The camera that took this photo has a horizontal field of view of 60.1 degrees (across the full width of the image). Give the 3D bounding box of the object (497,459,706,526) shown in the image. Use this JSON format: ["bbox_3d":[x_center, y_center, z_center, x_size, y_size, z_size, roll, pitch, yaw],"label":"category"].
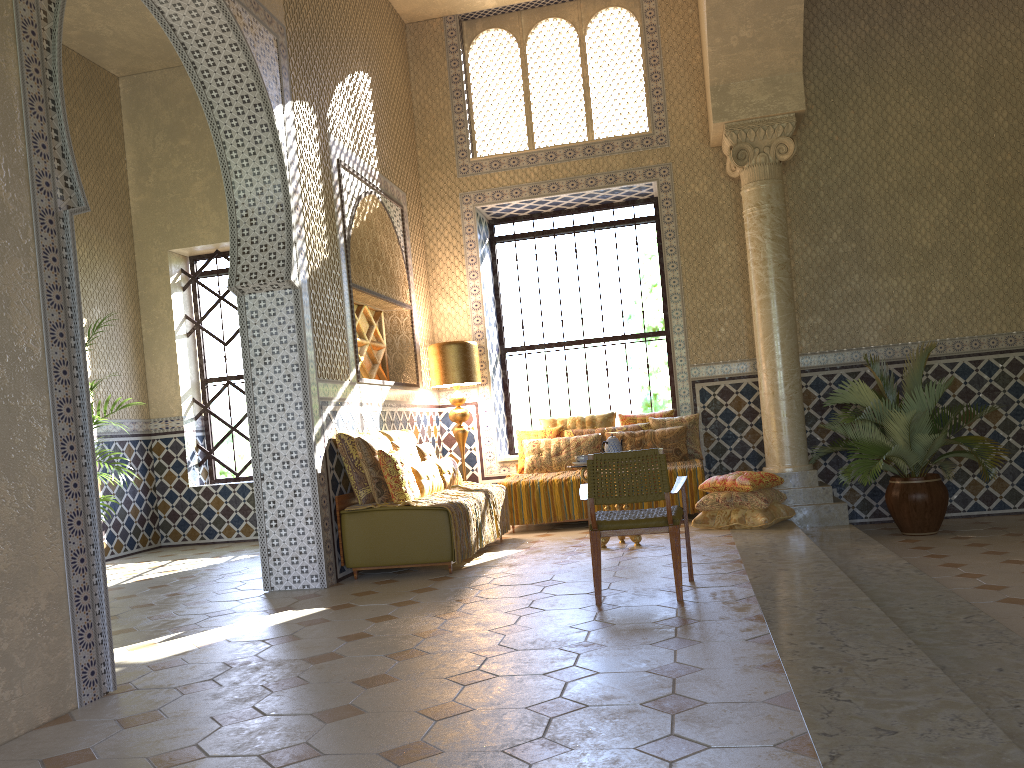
[{"bbox_3d":[1.305,1.544,12.787,2.888,0.718,1.314,-6,-2,11],"label":"object"}]

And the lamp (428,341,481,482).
[{"bbox_3d":[-0.754,0.797,13.136,0.735,2.814,0.738,-5,0,-20],"label":"lamp"}]

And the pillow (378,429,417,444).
[{"bbox_3d":[-1.390,0.988,11.370,0.423,0.832,1.192,-5,-2,11],"label":"pillow"}]

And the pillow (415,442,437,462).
[{"bbox_3d":[-1.085,1.071,11.440,0.313,0.637,0.681,-5,-1,11],"label":"pillow"}]

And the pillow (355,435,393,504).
[{"bbox_3d":[-1.463,0.963,9.938,0.384,0.780,0.834,-5,-1,11],"label":"pillow"}]

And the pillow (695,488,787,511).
[{"bbox_3d":[2.896,1.467,11.185,0.934,0.347,0.879,-7,-3,31],"label":"pillow"}]

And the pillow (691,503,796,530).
[{"bbox_3d":[2.934,1.667,11.191,0.994,0.368,1.041,-7,-3,36],"label":"pillow"}]

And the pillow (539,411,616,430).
[{"bbox_3d":[1.007,0.875,13.388,1.193,0.832,0.422,-6,0,11],"label":"pillow"}]

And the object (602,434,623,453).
[{"bbox_3d":[1.178,0.744,10.335,0.273,0.323,0.199,-5,-1,0],"label":"object"}]

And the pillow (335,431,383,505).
[{"bbox_3d":[-1.620,0.948,10.196,0.423,0.832,1.192,-5,-2,11],"label":"pillow"}]

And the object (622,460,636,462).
[{"bbox_3d":[1.330,0.858,9.980,0.256,0.032,0.256,-6,-3,7],"label":"object"}]

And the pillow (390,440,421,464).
[{"bbox_3d":[-1.241,1.014,10.653,0.341,0.693,0.741,-5,-1,11],"label":"pillow"}]

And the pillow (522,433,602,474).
[{"bbox_3d":[0.738,1.041,12.978,1.192,0.547,0.329,-6,-1,11],"label":"pillow"}]

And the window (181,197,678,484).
[{"bbox_3d":[-1.655,-0.614,14.755,8.489,3.991,0.574,-5,0,7],"label":"window"}]

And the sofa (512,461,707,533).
[{"bbox_3d":[1.357,1.551,12.841,2.852,0.937,1.273,-6,-2,11],"label":"sofa"}]

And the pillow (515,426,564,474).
[{"bbox_3d":[0.423,0.999,13.282,0.741,0.693,0.340,-5,0,12],"label":"pillow"}]

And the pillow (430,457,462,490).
[{"bbox_3d":[-0.861,1.178,11.447,0.271,0.450,0.982,-5,-2,11],"label":"pillow"}]

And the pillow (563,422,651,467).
[{"bbox_3d":[1.408,0.930,13.067,1.342,0.615,0.370,-6,-1,11],"label":"pillow"}]

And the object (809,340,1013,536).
[{"bbox_3d":[5.283,0.696,11.460,2.641,2.502,2.166,-5,-1,-2],"label":"object"}]

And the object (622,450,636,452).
[{"bbox_3d":[1.402,0.846,10.612,0.183,0.100,0.183,-5,-2,0],"label":"object"}]

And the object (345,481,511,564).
[{"bbox_3d":[-0.898,1.635,10.687,1.315,0.717,2.886,-6,-3,11],"label":"object"}]

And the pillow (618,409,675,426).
[{"bbox_3d":[2.033,0.804,13.244,0.856,0.800,0.393,-5,0,12],"label":"pillow"}]

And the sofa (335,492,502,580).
[{"bbox_3d":[-0.955,1.650,10.711,1.274,0.937,2.850,-6,-3,11],"label":"sofa"}]

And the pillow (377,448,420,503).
[{"bbox_3d":[-1.226,1.026,9.747,0.345,0.651,0.685,-5,-1,10],"label":"pillow"}]

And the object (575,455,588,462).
[{"bbox_3d":[0.828,0.886,10.366,0.183,0.100,0.183,-5,-2,-8],"label":"object"}]

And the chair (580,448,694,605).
[{"bbox_3d":[1.026,1.148,7.461,0.951,1.209,0.906,-5,-1,11],"label":"chair"}]

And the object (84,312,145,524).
[{"bbox_3d":[-5.859,0.800,11.305,2.259,3.553,2.751,-5,-1,15],"label":"object"}]

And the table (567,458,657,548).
[{"bbox_3d":[1.225,1.391,10.299,1.103,0.980,1.098,-6,-2,41],"label":"table"}]

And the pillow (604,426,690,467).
[{"bbox_3d":[1.936,0.921,12.741,1.192,0.547,0.329,-6,-1,11],"label":"pillow"}]

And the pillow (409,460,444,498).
[{"bbox_3d":[-1.041,1.147,10.528,0.271,0.450,0.982,-5,-2,11],"label":"pillow"}]

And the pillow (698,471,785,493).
[{"bbox_3d":[2.891,1.258,11.172,0.746,0.310,0.806,-3,-4,-45],"label":"pillow"}]

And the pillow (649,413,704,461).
[{"bbox_3d":[2.385,0.802,12.894,0.741,0.693,0.340,-5,0,12],"label":"pillow"}]

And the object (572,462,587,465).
[{"bbox_3d":[0.832,0.923,10.367,0.255,0.032,0.256,-5,-3,-10],"label":"object"}]
